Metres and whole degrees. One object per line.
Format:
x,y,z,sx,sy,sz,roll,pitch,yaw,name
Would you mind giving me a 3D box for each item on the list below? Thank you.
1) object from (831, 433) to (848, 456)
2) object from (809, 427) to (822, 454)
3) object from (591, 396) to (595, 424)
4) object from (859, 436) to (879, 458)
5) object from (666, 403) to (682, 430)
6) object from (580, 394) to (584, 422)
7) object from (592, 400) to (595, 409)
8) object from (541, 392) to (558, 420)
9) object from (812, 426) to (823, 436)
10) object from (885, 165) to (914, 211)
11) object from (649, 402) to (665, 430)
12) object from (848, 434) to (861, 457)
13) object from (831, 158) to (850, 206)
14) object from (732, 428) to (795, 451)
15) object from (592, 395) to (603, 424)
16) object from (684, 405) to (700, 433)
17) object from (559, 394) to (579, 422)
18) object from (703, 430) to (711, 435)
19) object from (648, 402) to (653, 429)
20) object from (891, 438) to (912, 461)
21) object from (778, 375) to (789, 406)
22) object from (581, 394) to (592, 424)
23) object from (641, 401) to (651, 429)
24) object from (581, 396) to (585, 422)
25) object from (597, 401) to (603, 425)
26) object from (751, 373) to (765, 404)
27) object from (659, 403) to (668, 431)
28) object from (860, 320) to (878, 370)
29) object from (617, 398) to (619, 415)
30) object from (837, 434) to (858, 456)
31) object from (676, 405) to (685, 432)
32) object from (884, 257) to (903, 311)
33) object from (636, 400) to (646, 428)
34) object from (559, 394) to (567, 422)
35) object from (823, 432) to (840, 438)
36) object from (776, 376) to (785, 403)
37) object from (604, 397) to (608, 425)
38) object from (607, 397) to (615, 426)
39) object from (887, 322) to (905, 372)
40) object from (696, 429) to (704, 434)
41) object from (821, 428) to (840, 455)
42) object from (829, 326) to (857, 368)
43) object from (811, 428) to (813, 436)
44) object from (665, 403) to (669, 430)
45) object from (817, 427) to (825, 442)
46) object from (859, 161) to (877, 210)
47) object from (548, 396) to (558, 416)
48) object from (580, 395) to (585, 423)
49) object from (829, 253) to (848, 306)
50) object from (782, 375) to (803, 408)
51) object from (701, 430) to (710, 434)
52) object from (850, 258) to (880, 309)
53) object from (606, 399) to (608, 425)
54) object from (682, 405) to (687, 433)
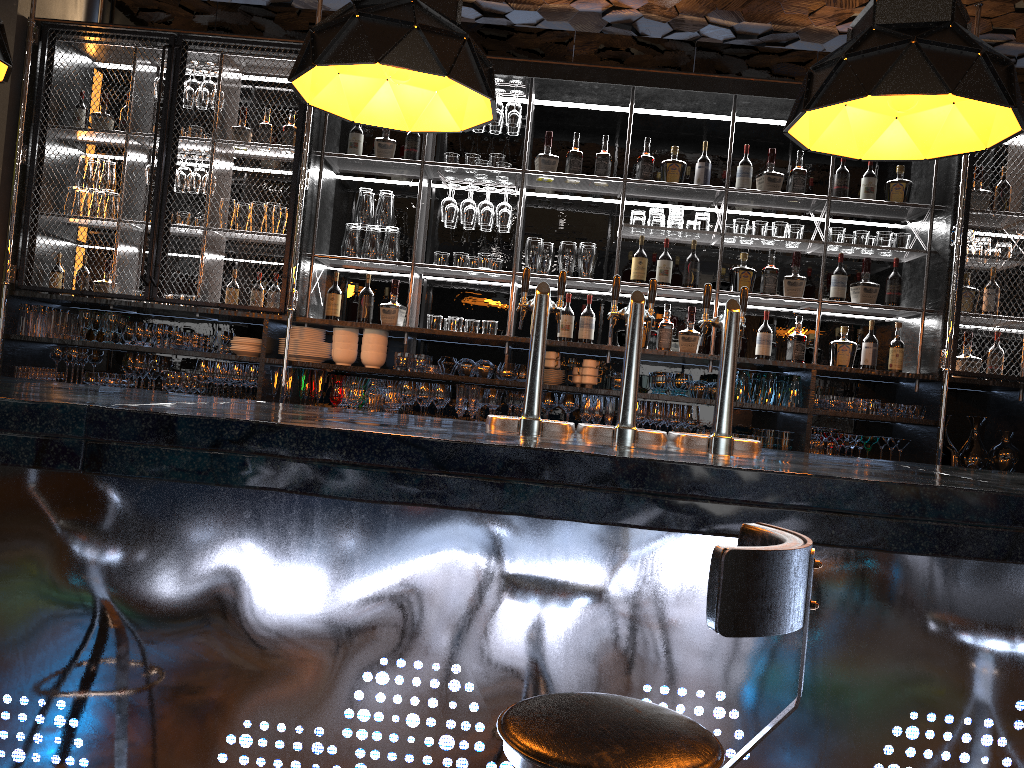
1.834,0.353,4.967,0.106,0.148,0.106,5,-1,34,object
1.635,0.320,4.810,0.089,0.174,0.089,6,-1,-38,object
0.480,0.185,5.137,0.058,0.234,0.058,6,-1,-45,object
1.946,0.362,4.849,0.106,0.148,0.106,5,-1,11,object
0.887,0.223,4.867,0.091,0.229,0.091,5,-1,29,object
0.417,0.179,5.107,0.058,0.234,0.058,5,-1,4,object
0.483,0.184,5.057,0.058,0.234,0.058,6,-1,-22,object
0.195,0.159,4.886,0.108,0.227,0.108,5,-1,-7,object
1.742,0.333,5.062,0.089,0.174,0.089,6,-1,-38,object
2.193,-1.111,5.026,0.151,0.248,0.094,5,-1,30,object
0.795,0.214,4.871,0.091,0.229,0.091,6,-1,-41,object
1.949,0.365,5.080,0.106,0.148,0.106,5,-1,41,object
1.872,-1.168,5.039,0.086,0.299,0.086,6,-1,-40,object
1.382,0.317,4.942,0.356,0.134,0.206,5,-1,9,object
0.466,0.181,4.873,0.058,0.234,0.058,5,-1,5,object
0.982,0.232,4.863,0.091,0.229,0.091,6,-1,-26,object
0.310,0.170,4.884,0.108,0.227,0.108,6,-1,-28,object
1.067,0.305,4.840,0.067,0.100,0.067,5,-1,-6,object
0.798,0.217,5.098,0.091,0.229,0.091,6,-1,-36,object
2.110,0.376,4.822,0.107,0.152,0.107,5,-1,27,object
1.532,0.041,4.909,0.115,0.172,0.101,5,-1,-14,object
0.409,0.175,4.865,0.058,0.234,0.058,5,-1,44,object
0.739,0.210,4.985,0.091,0.229,0.091,5,-1,22,object
0.413,0.177,4.950,0.058,0.234,0.058,5,-1,24,object
0.478,0.183,4.968,0.058,0.234,0.058,5,-1,35,object
1.388,0.028,4.916,0.101,0.172,0.115,5,-1,31,object
0.834,0.219,4.983,0.091,0.229,0.091,5,-1,33,object
2.031,-0.213,5.034,0.086,0.298,0.086,6,-1,-40,object
0.612,0.198,5.040,0.049,0.231,0.049,5,-1,4,object
1.829,0.351,4.850,0.106,0.148,0.106,5,-1,20,object
0.929,0.228,4.978,0.091,0.229,0.091,5,-1,-5,object
2.166,-0.567,5.024,0.086,0.299,0.086,6,-1,-40,object
0.693,0.205,4.868,0.091,0.229,0.091,5,-1,-12,object
0.319,0.173,5.124,0.108,0.227,0.108,5,-1,38,object
1.835,0.354,5.084,0.106,0.148,0.106,5,-1,20,object
1.527,0.042,5.036,0.115,0.172,0.101,5,-1,11,object
0.543,0.191,5.046,0.049,0.231,0.049,5,-1,-9,object
0.535,0.189,4.853,0.049,0.231,0.049,5,-1,13,object
2.175,-0.199,5.016,0.080,0.299,0.080,5,-1,4,object
1.077,0.308,5.064,0.067,0.100,0.067,5,-1,-6,object
1.744,0.331,4.867,0.089,0.174,0.089,6,-1,-38,object
1.874,-0.202,5.023,0.151,0.248,0.094,5,-1,10,object
1.649,0.323,4.905,0.089,0.174,0.089,6,-1,-38,object
0.894,0.226,5.093,0.091,0.229,0.091,6,-1,-30,object
1.725,0.330,4.965,0.089,0.174,0.089,6,-1,-38,object
2.037,-1.152,5.063,0.086,0.298,0.086,6,-1,-40,object
0.203,0.161,5.005,0.108,0.227,0.108,6,-1,-19,object
0.414,0.178,5.023,0.058,0.234,0.058,6,-1,-24,object
1.857,-0.595,5.037,0.086,0.298,0.086,6,-1,-40,object
1.522,0.039,4.792,0.101,0.172,0.115,5,-1,31,object
1.084,0.308,4.952,0.067,0.100,0.067,5,-1,-6,object
1.996,-0.572,5.012,0.123,0.279,0.123,5,-1,-10,object
0.538,0.190,4.919,0.049,0.231,0.049,5,-1,10,object
0.995,0.235,5.094,0.091,0.229,0.091,5,-1,-1,object
